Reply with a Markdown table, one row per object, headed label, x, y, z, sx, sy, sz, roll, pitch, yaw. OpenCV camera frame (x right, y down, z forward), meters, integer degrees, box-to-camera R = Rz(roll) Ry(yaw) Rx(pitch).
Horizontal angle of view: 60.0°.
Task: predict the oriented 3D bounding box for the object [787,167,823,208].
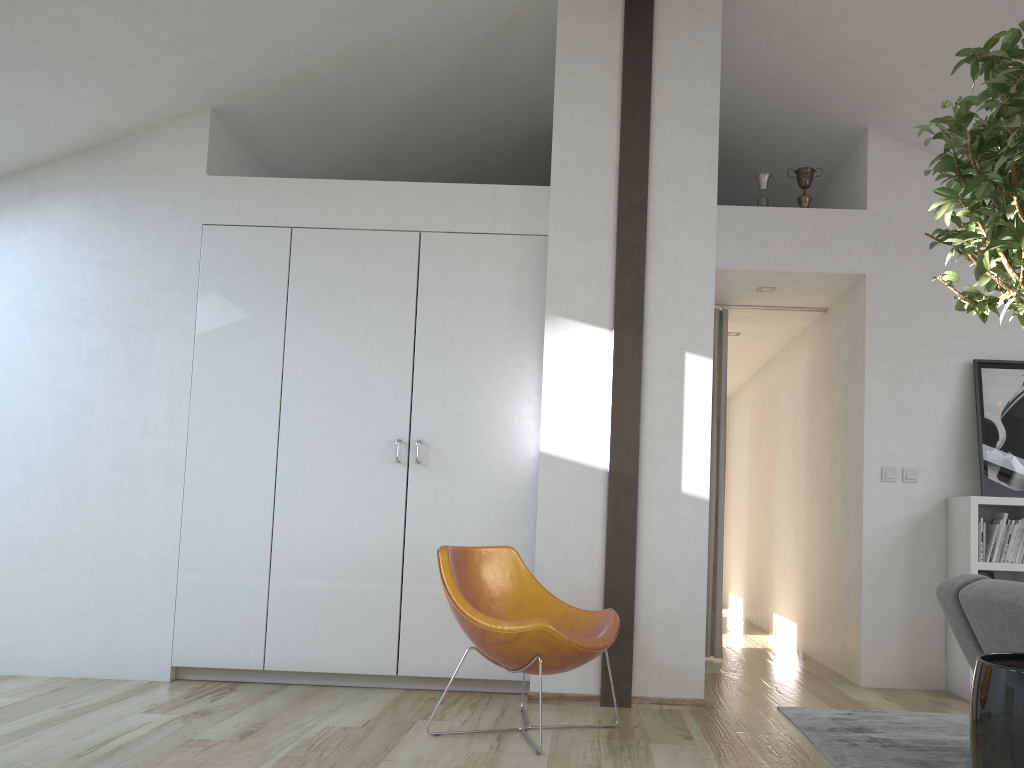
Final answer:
| label | x | y | z | sx | sy | sz | roll | pitch | yaw |
| --- | --- | --- | --- | --- | --- | --- | --- | --- | --- |
| object | 1.699 | -1.123 | 5.151 | 0.126 | 0.275 | 0.160 | 7 | -7 | -40 |

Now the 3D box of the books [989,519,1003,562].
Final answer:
| label | x | y | z | sx | sy | sz | roll | pitch | yaw |
| --- | --- | --- | --- | --- | --- | --- | --- | --- | --- |
| books | 2.535 | 0.829 | 4.699 | 0.069 | 0.224 | 0.130 | 2 | -6 | 4 |

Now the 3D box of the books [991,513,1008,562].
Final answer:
| label | x | y | z | sx | sy | sz | roll | pitch | yaw |
| --- | --- | --- | --- | --- | --- | --- | --- | --- | --- |
| books | 2.557 | 0.814 | 4.708 | 0.088 | 0.262 | 0.144 | 2 | -5 | 4 |

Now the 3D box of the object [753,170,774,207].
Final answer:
| label | x | y | z | sx | sy | sz | roll | pitch | yaw |
| --- | --- | --- | --- | --- | --- | --- | --- | --- | --- |
| object | 1.459 | -1.114 | 5.153 | 0.106 | 0.240 | 0.114 | -1 | -6 | 34 |

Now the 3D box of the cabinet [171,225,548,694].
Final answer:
| label | x | y | z | sx | sy | sz | roll | pitch | yaw |
| --- | --- | --- | --- | --- | --- | --- | --- | --- | --- |
| cabinet | -0.725 | 0.349 | 4.341 | 1.735 | 2.227 | 0.125 | 2 | -4 | 1 |

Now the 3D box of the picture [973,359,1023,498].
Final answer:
| label | x | y | z | sx | sy | sz | roll | pitch | yaw |
| --- | --- | --- | --- | --- | --- | --- | --- | --- | --- |
| picture | 2.887 | 0.249 | 4.843 | 0.685 | 0.770 | 0.131 | 2 | -5 | 1 |

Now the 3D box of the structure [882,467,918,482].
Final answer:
| label | x | y | z | sx | sy | sz | roll | pitch | yaw |
| --- | --- | --- | --- | --- | --- | --- | --- | --- | --- |
| structure | 1.583 | 0.746 | 6.610 | 0.187 | 0.079 | 3.672 | 5 | -9 | -18 |

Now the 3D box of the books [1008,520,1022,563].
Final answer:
| label | x | y | z | sx | sy | sz | roll | pitch | yaw |
| --- | --- | --- | --- | --- | --- | --- | --- | --- | --- |
| books | 2.639 | 0.836 | 4.718 | 0.072 | 0.227 | 0.149 | 2 | -6 | 4 |

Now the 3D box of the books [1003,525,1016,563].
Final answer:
| label | x | y | z | sx | sy | sz | roll | pitch | yaw |
| --- | --- | --- | --- | --- | --- | --- | --- | --- | --- |
| books | 2.607 | 0.845 | 4.700 | 0.062 | 0.200 | 0.131 | 2 | -6 | 4 |

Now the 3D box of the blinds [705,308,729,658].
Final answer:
| label | x | y | z | sx | sy | sz | roll | pitch | yaw |
| --- | --- | --- | --- | --- | --- | --- | --- | --- | --- |
| blinds | 0.981 | 0.616 | 5.775 | 0.825 | 2.256 | 0.140 | 3 | -4 | 0 |

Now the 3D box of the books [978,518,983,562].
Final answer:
| label | x | y | z | sx | sy | sz | roll | pitch | yaw |
| --- | --- | --- | --- | --- | --- | --- | --- | --- | --- |
| books | 2.475 | 0.829 | 4.728 | 0.011 | 0.229 | 0.130 | 2 | -6 | 5 |

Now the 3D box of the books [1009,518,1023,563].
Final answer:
| label | x | y | z | sx | sy | sz | roll | pitch | yaw |
| --- | --- | --- | --- | --- | --- | --- | --- | --- | --- |
| books | 2.659 | 0.832 | 4.718 | 0.083 | 0.235 | 0.147 | 2 | -6 | 4 |

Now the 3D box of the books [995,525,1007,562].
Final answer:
| label | x | y | z | sx | sy | sz | roll | pitch | yaw |
| --- | --- | --- | --- | --- | --- | --- | --- | --- | --- |
| books | 2.563 | 0.844 | 4.706 | 0.063 | 0.200 | 0.131 | 2 | -6 | 4 |

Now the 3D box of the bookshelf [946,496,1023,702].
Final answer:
| label | x | y | z | sx | sy | sz | roll | pitch | yaw |
| --- | --- | --- | --- | --- | --- | --- | --- | --- | --- |
| bookshelf | 3.889 | 1.179 | 4.688 | 3.040 | 1.044 | 0.302 | 2 | -5 | 1 |

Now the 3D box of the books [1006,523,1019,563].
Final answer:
| label | x | y | z | sx | sy | sz | roll | pitch | yaw |
| --- | --- | --- | --- | --- | --- | --- | --- | --- | --- |
| books | 2.621 | 0.843 | 4.707 | 0.068 | 0.207 | 0.137 | 2 | -6 | 4 |

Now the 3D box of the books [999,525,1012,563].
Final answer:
| label | x | y | z | sx | sy | sz | roll | pitch | yaw |
| --- | --- | --- | --- | --- | --- | --- | --- | --- | --- |
| books | 2.586 | 0.844 | 4.698 | 0.063 | 0.200 | 0.131 | 2 | -6 | 4 |

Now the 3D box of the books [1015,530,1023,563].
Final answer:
| label | x | y | z | sx | sy | sz | roll | pitch | yaw |
| --- | --- | --- | --- | --- | --- | --- | --- | --- | --- |
| books | 2.675 | 0.841 | 4.713 | 0.073 | 0.216 | 0.142 | 2 | -6 | 4 |

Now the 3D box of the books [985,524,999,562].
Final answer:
| label | x | y | z | sx | sy | sz | roll | pitch | yaw |
| --- | --- | --- | --- | --- | --- | --- | --- | --- | --- |
| books | 2.520 | 0.843 | 4.702 | 0.062 | 0.200 | 0.131 | 2 | -6 | 4 |

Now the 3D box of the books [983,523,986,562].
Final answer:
| label | x | y | z | sx | sy | sz | roll | pitch | yaw |
| --- | --- | --- | --- | --- | --- | --- | --- | --- | --- |
| books | 2.486 | 0.841 | 4.722 | 0.011 | 0.204 | 0.131 | 2 | -6 | 5 |

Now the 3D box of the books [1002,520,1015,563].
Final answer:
| label | x | y | z | sx | sy | sz | roll | pitch | yaw |
| --- | --- | --- | --- | --- | --- | --- | --- | --- | --- |
| books | 2.601 | 0.833 | 4.706 | 0.069 | 0.224 | 0.130 | 2 | -6 | 4 |

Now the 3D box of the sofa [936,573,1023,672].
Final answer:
| label | x | y | z | sx | sy | sz | roll | pitch | yaw |
| --- | --- | --- | --- | --- | --- | --- | --- | --- | --- |
| sofa | 2.054 | 0.903 | 2.247 | 0.988 | 0.678 | 2.574 | 2 | -9 | 5 |

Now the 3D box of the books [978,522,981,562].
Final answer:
| label | x | y | z | sx | sy | sz | roll | pitch | yaw |
| --- | --- | --- | --- | --- | --- | --- | --- | --- | --- |
| books | 2.463 | 0.839 | 4.721 | 0.012 | 0.206 | 0.131 | 2 | -6 | 5 |

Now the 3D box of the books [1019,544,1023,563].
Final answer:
| label | x | y | z | sx | sy | sz | roll | pitch | yaw |
| --- | --- | --- | --- | --- | --- | --- | --- | --- | --- |
| books | 2.692 | 0.835 | 4.708 | 0.072 | 0.227 | 0.149 | 2 | -6 | 4 |

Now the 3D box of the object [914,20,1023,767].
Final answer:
| label | x | y | z | sx | sy | sz | roll | pitch | yaw |
| --- | --- | --- | --- | --- | --- | --- | --- | --- | --- |
| object | 1.320 | 0.163 | 1.984 | 0.820 | 2.006 | 0.799 | 4 | -5 | -18 |

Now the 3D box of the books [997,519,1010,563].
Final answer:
| label | x | y | z | sx | sy | sz | roll | pitch | yaw |
| --- | --- | --- | --- | --- | --- | --- | --- | --- | --- |
| books | 2.579 | 0.833 | 4.719 | 0.073 | 0.227 | 0.149 | 2 | -6 | 4 |

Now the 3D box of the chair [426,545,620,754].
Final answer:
| label | x | y | z | sx | sy | sz | roll | pitch | yaw |
| --- | --- | --- | --- | --- | --- | --- | --- | --- | --- |
| chair | 0.051 | 1.021 | 3.565 | 0.675 | 0.718 | 0.701 | -2 | -8 | 33 |

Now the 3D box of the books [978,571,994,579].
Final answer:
| label | x | y | z | sx | sy | sz | roll | pitch | yaw |
| --- | --- | --- | --- | --- | --- | --- | --- | --- | --- |
| books | 2.521 | 1.151 | 4.804 | 0.189 | 0.273 | 0.096 | 2 | -5 | 2 |

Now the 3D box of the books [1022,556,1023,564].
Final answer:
| label | x | y | z | sx | sy | sz | roll | pitch | yaw |
| --- | --- | --- | --- | --- | --- | --- | --- | --- | --- |
| books | 2.704 | 0.834 | 4.694 | 0.073 | 0.227 | 0.149 | 2 | -6 | 4 |
